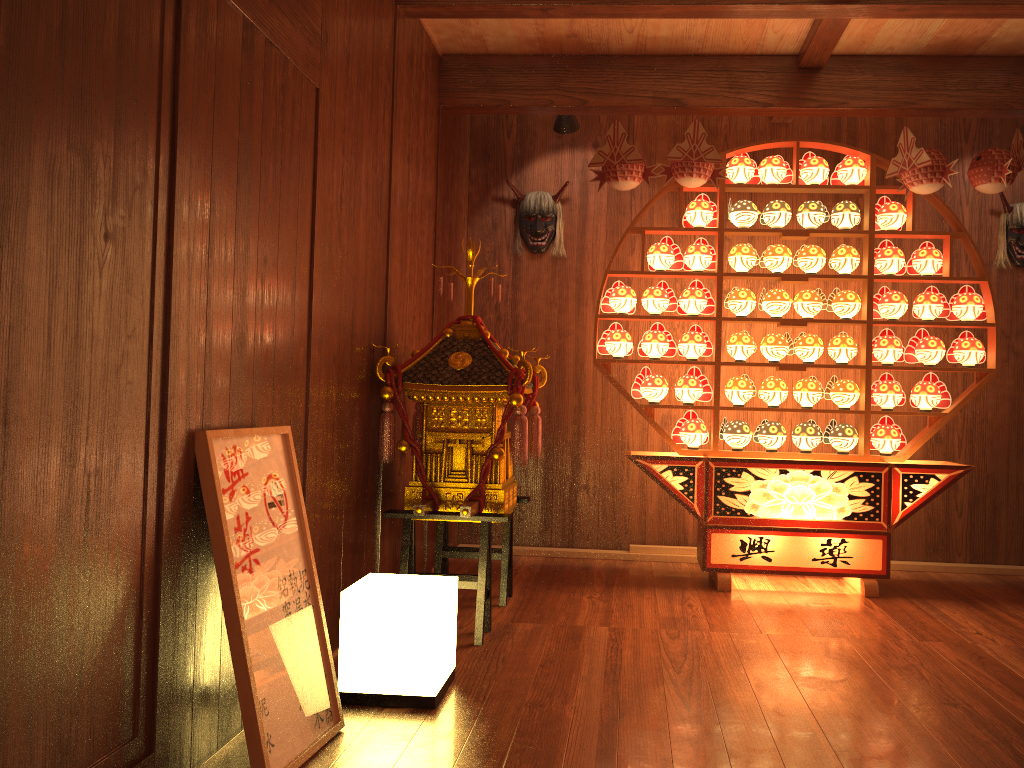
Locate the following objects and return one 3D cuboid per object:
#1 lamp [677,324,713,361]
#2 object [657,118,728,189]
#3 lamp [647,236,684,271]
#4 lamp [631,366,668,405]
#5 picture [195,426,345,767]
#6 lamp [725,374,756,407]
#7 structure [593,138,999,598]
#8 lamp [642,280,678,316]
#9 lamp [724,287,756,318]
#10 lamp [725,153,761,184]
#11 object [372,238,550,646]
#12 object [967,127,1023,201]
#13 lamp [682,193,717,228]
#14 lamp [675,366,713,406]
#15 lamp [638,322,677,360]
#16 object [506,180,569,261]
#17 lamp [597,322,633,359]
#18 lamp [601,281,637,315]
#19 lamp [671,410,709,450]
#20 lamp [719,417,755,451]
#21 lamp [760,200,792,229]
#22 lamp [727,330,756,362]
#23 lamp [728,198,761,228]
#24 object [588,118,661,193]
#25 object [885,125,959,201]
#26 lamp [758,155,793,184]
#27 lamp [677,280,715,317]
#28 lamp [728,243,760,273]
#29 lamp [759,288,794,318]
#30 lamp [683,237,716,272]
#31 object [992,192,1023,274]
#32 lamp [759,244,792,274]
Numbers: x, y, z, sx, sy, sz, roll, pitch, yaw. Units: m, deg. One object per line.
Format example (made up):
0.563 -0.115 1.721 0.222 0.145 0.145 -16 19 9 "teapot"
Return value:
0.900 -0.209 4.414 0.178 0.192 0.160 1 -1 21 "lamp"
0.856 -1.077 4.194 0.346 0.306 0.216 2 -1 5 "object"
0.744 -0.658 4.436 0.194 0.200 0.162 1 -1 31 "lamp"
0.720 0.006 4.427 0.192 0.194 0.152 2 -1 -34 "lamp"
-0.573 0.502 2.135 0.212 0.787 0.406 1 -1 12 "picture"
1.126 0.030 4.397 0.135 0.167 0.162 1 -1 36 "lamp"
1.384 -0.112 4.383 1.951 2.195 0.492 2 -1 4 "structure"
0.716 -0.434 4.433 0.175 0.191 0.162 1 -1 36 "lamp"
1.148 -0.410 4.399 0.142 0.167 0.154 2 -1 -14 "lamp"
1.141 -1.088 4.415 0.197 0.200 0.160 1 -1 15 "lamp"
-0.186 0.171 3.545 0.604 1.514 0.814 2 -1 6 "object"
2.232 -1.039 4.100 0.228 0.318 0.367 2 -1 2 "object"
0.937 -0.873 4.424 0.196 0.200 0.160 1 -1 20 "lamp"
0.880 0.007 4.410 0.194 0.200 0.162 1 -1 31 "lamp"
0.716 -0.218 4.426 0.197 0.200 0.160 1 -1 15 "lamp"
0.150 -0.912 5.004 0.362 0.453 0.138 2 -1 4 "object"
0.539 -0.220 4.438 0.191 0.195 0.155 2 -1 -10 "lamp"
0.561 -0.436 4.441 0.193 0.187 0.154 2 -1 -15 "lamp"
0.908 0.228 4.408 0.196 0.197 0.156 2 -1 -5 "lamp"
1.130 0.250 4.395 0.152 0.167 0.144 1 -1 36 "lamp"
1.322 -0.843 4.398 0.140 0.161 0.156 2 -1 -4 "lamp"
1.136 -0.190 4.399 0.135 0.167 0.161 1 -1 26 "lamp"
1.169 -0.850 4.421 0.153 0.167 0.142 1 -1 21 "lamp"
0.532 -1.076 4.210 0.354 0.311 0.245 1 -1 31 "object"
1.922 -1.035 4.120 0.246 0.314 0.357 2 -1 -16 "object"
1.293 -1.073 4.409 0.164 0.179 0.162 1 -1 36 "lamp"
0.905 -0.433 4.418 0.196 0.200 0.160 1 -1 20 "lamp"
1.145 -0.630 4.409 0.135 0.167 0.162 1 -1 36 "lamp"
1.325 -0.402 4.395 0.152 0.161 0.144 1 -1 36 "lamp"
0.930 -0.650 4.421 0.185 0.195 0.160 1 -1 21 "lamp"
2.819 -0.811 4.826 0.362 0.453 0.138 2 -1 4 "object"
1.326 -0.622 4.395 0.142 0.161 0.154 2 -1 -14 "lamp"
